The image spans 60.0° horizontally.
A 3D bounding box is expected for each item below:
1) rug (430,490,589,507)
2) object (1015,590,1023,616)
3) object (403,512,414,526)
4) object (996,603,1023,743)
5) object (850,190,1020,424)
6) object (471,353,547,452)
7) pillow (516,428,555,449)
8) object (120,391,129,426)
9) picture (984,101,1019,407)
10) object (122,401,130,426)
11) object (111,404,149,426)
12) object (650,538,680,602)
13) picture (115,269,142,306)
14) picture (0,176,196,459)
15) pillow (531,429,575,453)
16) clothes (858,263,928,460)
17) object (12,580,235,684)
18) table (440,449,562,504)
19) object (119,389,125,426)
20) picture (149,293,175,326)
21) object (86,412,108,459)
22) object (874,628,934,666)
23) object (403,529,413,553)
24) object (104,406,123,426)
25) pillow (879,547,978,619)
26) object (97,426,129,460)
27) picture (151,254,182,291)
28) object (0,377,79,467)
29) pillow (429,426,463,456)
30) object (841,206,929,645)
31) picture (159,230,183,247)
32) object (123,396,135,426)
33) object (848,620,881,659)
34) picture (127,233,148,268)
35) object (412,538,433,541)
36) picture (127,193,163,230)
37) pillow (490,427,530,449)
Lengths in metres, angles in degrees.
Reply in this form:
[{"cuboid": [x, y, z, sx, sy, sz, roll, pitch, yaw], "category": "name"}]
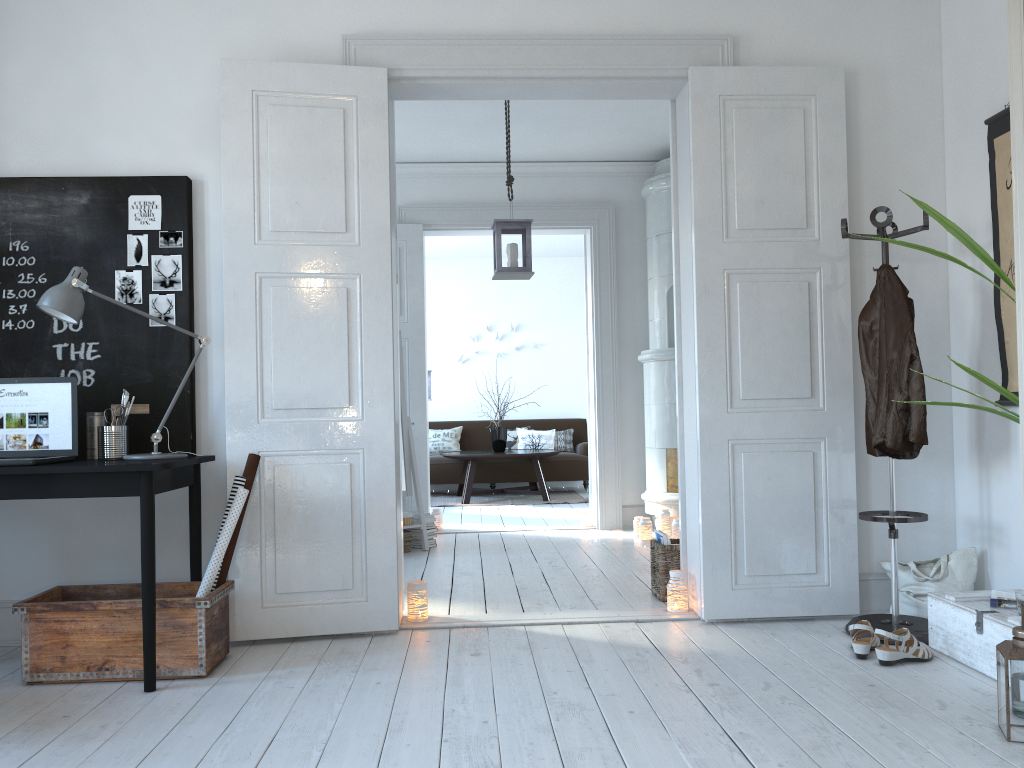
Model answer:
[{"cuboid": [-0.110, 1.199, 9.487, 1.710, 0.055, 1.457, -1, -2, -2], "category": "rug"}, {"cuboid": [1.666, 0.715, 2.876, 0.060, 0.081, 0.060, 0, -2, -38], "category": "object"}, {"cuboid": [-0.728, 0.901, 5.920, 0.142, 0.074, 0.142, -1, -2, -19], "category": "object"}, {"cuboid": [1.393, 0.775, 2.393, 0.132, 0.351, 0.138, -2, -1, 19], "category": "object"}, {"cuboid": [1.548, 0.172, 2.550, 1.044, 1.553, 0.289, -2, -1, 27], "category": "object"}, {"cuboid": [-0.020, 0.189, 9.420, 0.845, 1.065, 0.525, 0, -1, -32], "category": "object"}, {"cuboid": [0.276, 0.656, 10.274, 0.471, 0.309, 0.188, -1, -1, -2], "category": "pillow"}, {"cuboid": [-1.511, 0.155, 3.430, 0.012, 0.264, 0.062, -2, -1, 39], "category": "object"}, {"cuboid": [1.921, -0.581, 3.107, 0.057, 1.313, 0.793, -1, -1, -3], "category": "picture"}, {"cuboid": [-1.507, 0.177, 3.421, 0.009, 0.221, 0.082, -2, -1, 26], "category": "object"}, {"cuboid": [-1.493, 0.183, 3.470, 0.138, 0.208, 0.034, -1, -1, -23], "category": "object"}, {"cuboid": [0.825, 0.894, 4.289, 0.270, 0.265, 0.224, -1, -1, -3], "category": "object"}, {"cuboid": [-1.569, -0.395, 3.628, 0.107, 0.150, 0.001, -1, -1, -3], "category": "picture"}, {"cuboid": [-1.799, -0.264, 3.645, 0.953, 1.172, 0.064, -1, -1, -3], "category": "picture"}, {"cuboid": [0.471, 0.669, 10.396, 0.542, 0.287, 0.183, -1, -1, -2], "category": "pillow"}, {"cuboid": [1.476, -0.088, 3.439, 0.237, 0.770, 0.211, -2, -1, 30], "category": "clothes"}, {"cuboid": [-1.386, 0.896, 3.220, 0.664, 0.282, 0.339, -1, -2, -3], "category": "object"}, {"cuboid": [-0.114, 0.974, 9.465, 1.300, 0.503, 1.300, -1, -2, -13], "category": "table"}, {"cuboid": [-1.516, 0.152, 3.430, 0.008, 0.267, 0.060, -1, -1, 14], "category": "object"}, {"cuboid": [-1.434, -0.305, 3.634, 0.103, 0.136, 0.001, -1, -1, -3], "category": "picture"}, {"cuboid": [-1.629, 0.205, 3.480, 0.079, 0.188, 0.079, -1, -1, -24], "category": "object"}, {"cuboid": [1.387, 0.911, 3.120, 0.272, 0.126, 0.099, 0, -2, -30], "category": "object"}, {"cuboid": [-0.784, 1.051, 5.932, 0.185, 0.140, 0.295, 0, -2, -31], "category": "object"}, {"cuboid": [-1.547, 0.186, 3.424, 0.081, 0.198, 0.050, -2, -1, 22], "category": "object"}, {"cuboid": [1.737, 0.827, 3.681, 0.317, 0.314, 0.273, -1, -1, -2], "category": "pillow"}, {"cuboid": [-1.535, 0.226, 3.413, 0.108, 0.128, 0.108, -2, -1, 12], "category": "object"}, {"cuboid": [-1.416, -0.459, 3.637, 0.121, 0.152, 0.002, -1, -1, -3], "category": "picture"}, {"cuboid": [-1.826, 0.129, 3.125, 0.445, 0.315, 0.325, -1, -1, -3], "category": "object"}, {"cuboid": [-0.828, 0.680, 10.332, 0.519, 0.367, 0.239, -1, -1, -3], "category": "pillow"}, {"cuboid": [1.495, 0.154, 3.505, 0.374, 1.658, 0.374, -1, -1, 4], "category": "object"}, {"cuboid": [-1.400, -0.597, 3.642, 0.095, 0.071, 0.001, -1, -1, -3], "category": "picture"}, {"cuboid": [-1.496, 0.167, 3.416, 0.084, 0.240, 0.009, -1, -1, -26], "category": "object"}, {"cuboid": [1.289, 0.917, 3.255, 0.099, 0.125, 0.272, -2, -2, 29], "category": "object"}, {"cuboid": [-1.534, -0.548, 3.634, 0.083, 0.146, 0.002, -1, -1, -3], "category": "picture"}, {"cuboid": [-0.640, 1.061, 6.110, 0.156, 0.014, 0.111, -3, -3, 40], "category": "object"}, {"cuboid": [-1.504, -0.709, 3.637, 0.147, 0.154, 0.004, -1, -1, -3], "category": "picture"}, {"cuboid": [-0.020, 0.674, 10.334, 0.473, 0.347, 0.158, -1, -1, -5], "category": "pillow"}]
